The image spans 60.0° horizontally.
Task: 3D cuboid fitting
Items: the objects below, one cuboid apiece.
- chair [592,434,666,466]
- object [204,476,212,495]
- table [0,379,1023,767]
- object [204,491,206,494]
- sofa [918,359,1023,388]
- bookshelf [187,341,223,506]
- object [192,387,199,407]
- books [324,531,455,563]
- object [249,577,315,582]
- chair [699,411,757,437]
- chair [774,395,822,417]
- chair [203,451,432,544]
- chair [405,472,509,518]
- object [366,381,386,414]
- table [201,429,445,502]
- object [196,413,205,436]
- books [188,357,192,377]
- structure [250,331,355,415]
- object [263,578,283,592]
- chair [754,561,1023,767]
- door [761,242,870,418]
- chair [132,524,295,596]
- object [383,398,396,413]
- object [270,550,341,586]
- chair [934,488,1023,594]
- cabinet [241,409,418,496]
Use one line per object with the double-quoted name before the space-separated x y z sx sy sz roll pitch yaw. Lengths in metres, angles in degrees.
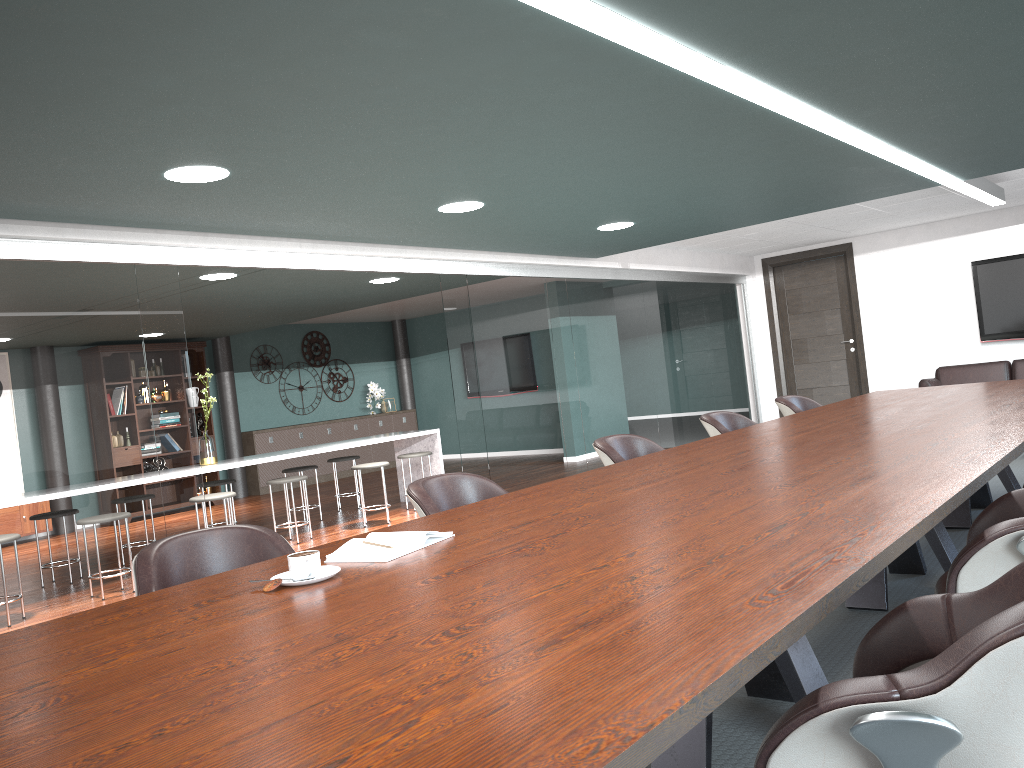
"chair" 0.666 0.603 4.033 0.518 0.761 0.535 -7 0 44
"object" -3.701 1.248 10.768 0.108 0.256 0.108 -7 0 -18
"table" 1.053 0.589 3.115 1.374 0.706 6.694 -7 0 38
"object" -3.743 1.294 10.631 0.073 0.175 0.144 -7 0 40
"sofa" 4.928 0.112 6.785 1.976 0.728 4.057 -7 0 -9
"bookshelf" -4.188 0.536 10.374 0.482 1.984 1.339 -7 0 38
"object" -3.931 0.159 10.770 0.268 0.262 0.137 -7 0 -12
"books" -0.289 0.378 2.123 0.180 0.032 0.285 -7 0 29
"object" -0.473 0.407 1.824 0.155 0.012 0.034 -7 0 15
"chair" 1.333 0.522 4.870 0.523 0.761 0.533 -7 0 20
"chair" 2.011 0.439 5.749 0.518 0.761 0.535 -7 0 44
"chair" -2.320 1.071 6.986 1.479 0.512 4.029 -7 0 38
"chair" -0.072 0.693 3.090 0.518 0.761 0.535 -7 0 44
"object" -2.023 0.199 13.242 0.221 0.495 0.600 -7 0 12
"table" -2.304 0.974 6.926 0.609 0.699 4.577 -7 0 38
"object" -3.820 0.494 10.787 0.215 0.286 0.116 -7 0 34
"books" -3.955 -0.195 10.740 0.194 0.248 0.042 -7 0 38
"structure" -2.912 -0.159 12.514 0.017 1.178 1.791 -7 0 38
"object" -0.485 0.407 1.797 0.044 0.021 0.041 -7 0 31
"chair" 0.635 0.616 1.266 0.523 0.761 0.533 -7 0 20
"door" 3.470 -0.448 10.053 1.038 2.130 0.139 -7 0 38
"chair" -0.695 0.768 2.295 0.535 0.761 0.518 -7 0 -31
"object" -1.837 0.319 13.336 0.174 0.207 0.042 -7 0 -32
"object" -0.435 0.384 1.862 0.146 0.056 0.146 -7 0 -27
"chair" 1.274 0.538 2.084 0.523 0.761 0.533 -7 0 14
"cabinet" -5.365 1.267 8.909 0.402 0.820 12.287 -7 0 38
